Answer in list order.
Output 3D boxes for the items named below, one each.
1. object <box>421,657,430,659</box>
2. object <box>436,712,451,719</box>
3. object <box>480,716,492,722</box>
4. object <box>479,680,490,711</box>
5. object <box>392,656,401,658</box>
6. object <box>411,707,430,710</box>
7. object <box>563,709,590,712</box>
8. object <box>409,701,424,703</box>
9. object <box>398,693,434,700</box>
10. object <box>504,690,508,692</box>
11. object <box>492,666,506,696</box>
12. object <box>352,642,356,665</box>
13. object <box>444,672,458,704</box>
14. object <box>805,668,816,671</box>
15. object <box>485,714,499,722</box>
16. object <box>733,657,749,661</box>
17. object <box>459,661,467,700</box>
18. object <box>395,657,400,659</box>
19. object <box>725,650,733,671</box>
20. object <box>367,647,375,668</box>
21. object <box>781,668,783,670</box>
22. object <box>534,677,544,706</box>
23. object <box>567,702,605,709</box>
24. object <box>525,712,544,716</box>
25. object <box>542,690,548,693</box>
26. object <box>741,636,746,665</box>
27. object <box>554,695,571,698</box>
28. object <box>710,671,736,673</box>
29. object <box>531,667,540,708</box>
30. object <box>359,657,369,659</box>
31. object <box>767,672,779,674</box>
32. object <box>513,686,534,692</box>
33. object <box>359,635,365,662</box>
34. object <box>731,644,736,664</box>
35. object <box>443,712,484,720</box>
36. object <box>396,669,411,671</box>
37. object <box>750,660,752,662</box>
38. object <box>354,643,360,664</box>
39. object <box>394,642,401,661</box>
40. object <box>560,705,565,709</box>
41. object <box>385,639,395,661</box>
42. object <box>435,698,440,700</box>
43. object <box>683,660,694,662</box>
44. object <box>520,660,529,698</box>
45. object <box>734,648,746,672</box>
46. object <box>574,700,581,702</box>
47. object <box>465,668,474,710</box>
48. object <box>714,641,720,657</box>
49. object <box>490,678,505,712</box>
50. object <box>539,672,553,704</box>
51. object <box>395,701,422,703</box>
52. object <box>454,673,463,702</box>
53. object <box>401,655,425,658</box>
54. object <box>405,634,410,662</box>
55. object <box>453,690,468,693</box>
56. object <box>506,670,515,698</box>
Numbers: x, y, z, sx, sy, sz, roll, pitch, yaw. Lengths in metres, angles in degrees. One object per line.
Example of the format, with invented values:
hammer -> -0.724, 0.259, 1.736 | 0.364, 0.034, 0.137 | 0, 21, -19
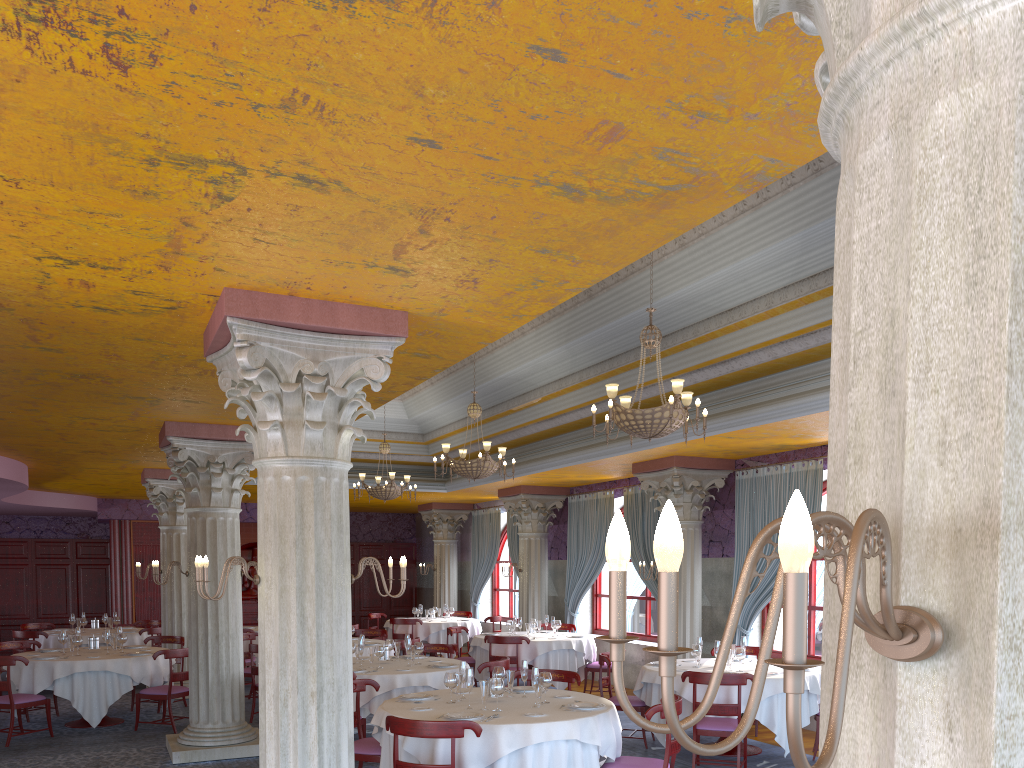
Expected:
object -> -1.091, 3.457, 10.805 | 0.027, 0.013, 0.236 | -3, -12, 19
object -> -0.534, 2.567, 6.630 | 0.027, 0.013, 0.236 | -3, -12, 19
object -> -0.196, 2.549, 6.524 | 0.022, 0.003, 0.258 | -4, -13, 18
object -> -0.222, 2.518, 6.922 | 0.086, 0.238, 0.085 | -1, 1, -23
object -> -1.466, 3.478, 10.922 | 0.055, 0.019, 0.261 | -4, -13, 23
object -> -0.741, 2.639, 6.957 | 0.159, 0.009, 0.161 | 6, -13, -25
object -> 0.526, 2.615, 6.857 | 0.232, 0.013, 0.028 | -4, -10, 19
object -> -0.868, 2.726, 7.351 | 0.253, 0.003, 0.022 | -4, -12, 18
object -> -0.842, 2.751, 7.523 | 0.313, 0.024, 0.319 | 1, -12, -6
object -> -0.039, 2.868, 8.022 | 0.022, 0.003, 0.258 | -4, -13, 18
object -> -0.117, 2.663, 7.665 | 0.122, 0.265, 0.122 | 0, 0, 11
object -> -1.907, 3.195, 10.157 | 0.122, 0.265, 0.122 | 0, 0, -12
object -> -0.517, 2.578, 7.267 | 0.122, 0.265, 0.122 | 0, 1, -34
object -> 3.233, 3.187, 9.581 | 0.313, 0.024, 0.319 | 1, -12, -6
object -> -0.159, 2.538, 6.513 | 0.055, 0.019, 0.261 | -4, -13, 23
object -> 2.759, 3.395, 10.555 | 0.314, 0.024, 0.318 | 6, -13, -25
object -> -0.427, 2.591, 7.492 | 0.074, 0.337, 0.073 | -2, 3, -34
object -> -1.429, 3.485, 10.912 | 0.022, 0.003, 0.258 | -4, -13, 18
object -> 2.404, 3.061, 9.481 | 0.085, 0.238, 0.085 | 1, 2, 44
object -> -1.611, 3.134, 9.812 | 0.086, 0.238, 0.085 | 0, 1, -1
object -> 3.034, 3.201, 9.616 | 0.029, 0.011, 0.141 | -4, -13, 21
object -> 0.227, 2.569, 7.162 | 0.086, 0.238, 0.085 | 0, 1, -1
object -> 0.607, 2.644, 7.022 | 0.313, 0.024, 0.319 | 1, -12, -6
object -> 0.175, 2.580, 6.685 | 0.159, 0.009, 0.161 | 6, -13, -25
object -> 0.299, 2.840, 7.915 | 0.027, 0.013, 0.236 | -3, -12, 19
object -> 2.737, 3.151, 10.132 | 0.074, 0.337, 0.073 | 0, 2, 11
object -> 0.448, 2.775, 7.600 | 0.159, 0.009, 0.161 | 6, -13, -25
object -> 2.258, 3.087, 9.108 | 0.313, 0.024, 0.319 | 1, -12, -6
object -> 0.192, 2.493, 7.036 | 0.074, 0.337, 0.073 | -2, 3, -34
object -> -1.857, 3.450, 10.762 | 0.158, 0.009, 0.162 | 1, -12, -6
object -> 2.802, 3.123, 9.244 | 0.159, 0.009, 0.161 | 6, -13, -25
object -> 0.133, 2.852, 7.996 | 0.316, 0.024, 0.316 | -11, -16, 43
object -> -1.817, 3.207, 10.382 | 0.074, 0.337, 0.073 | 0, 2, 11
object -> 2.613, 3.207, 10.170 | 0.086, 0.238, 0.085 | 0, 1, -1
object -> -0.368, 2.544, 6.549 | 0.313, 0.024, 0.319 | 1, -12, -6
object -> -1.214, 3.196, 9.575 | 0.158, 0.009, 0.162 | 1, -12, -6
object -> 2.925, 3.383, 10.474 | 0.027, 0.013, 0.236 | -3, -12, 19
object -> -1.852, 3.230, 10.261 | 0.086, 0.238, 0.085 | -1, 1, -23
object -> -1.403, 3.281, 10.501 | 0.086, 0.238, 0.085 | 1, 1, 22
object -> 0.408, 2.658, 7.057 | 0.029, 0.011, 0.141 | -4, -13, 21
object -> -1.506, 3.279, 10.555 | 0.122, 0.265, 0.122 | 0, 0, -12
object -> -0.643, 2.751, 7.489 | 0.029, 0.011, 0.141 | -4, -13, 21
object -> 2.158, 3.376, 10.431 | 0.158, 0.009, 0.162 | 1, -12, -6
object -> 0.111, 2.608, 7.573 | 0.074, 0.337, 0.073 | -2, 3, -34
object -> 2.508, 3.036, 9.426 | 0.122, 0.265, 0.122 | 0, 0, -12
object -> 0.643, 2.691, 7.231 | 0.257, 0.020, 0.055 | -5, -12, 24
object -> -0.346, 2.476, 6.955 | 0.074, 0.337, 0.073 | -2, 3, -34
object -> 2.280, 3.019, 9.514 | 0.074, 0.337, 0.073 | 0, 2, 11
object -> -0.118, 2.493, 6.867 | 0.122, 0.265, 0.122 | 0, 0, -12
object -> 0.282, 2.577, 7.265 | 0.122, 0.265, 0.122 | 0, 1, -34
object -> -0.878, 2.709, 7.314 | 0.257, 0.020, 0.055 | -5, -12, 24
object -> -0.462, 2.614, 7.371 | 0.085, 0.238, 0.085 | 1, 2, 44
object -> -1.257, 3.468, 10.886 | 0.314, 0.024, 0.318 | 6, -13, -25
object -> -1.279, 3.224, 10.463 | 0.074, 0.337, 0.073 | 0, 2, 11
object -> -0.468, 2.833, 7.872 | 0.159, 0.009, 0.161 | 6, -13, -25
object -> -0.013, 2.664, 7.611 | 0.085, 0.238, 0.085 | 1, 2, 44
